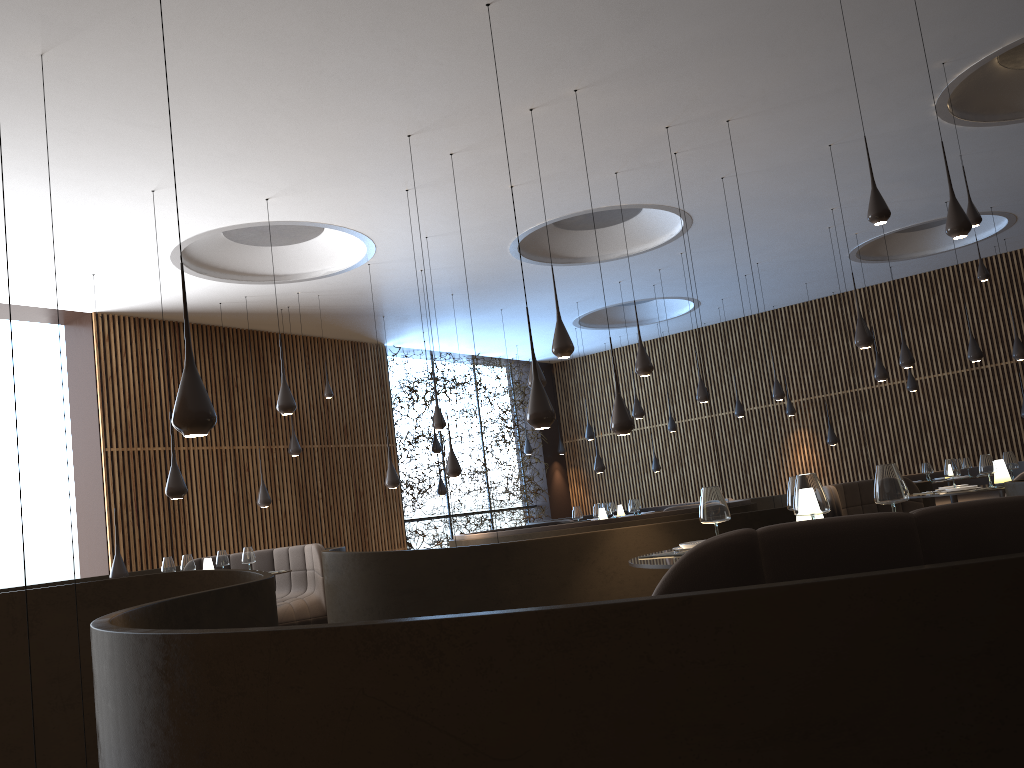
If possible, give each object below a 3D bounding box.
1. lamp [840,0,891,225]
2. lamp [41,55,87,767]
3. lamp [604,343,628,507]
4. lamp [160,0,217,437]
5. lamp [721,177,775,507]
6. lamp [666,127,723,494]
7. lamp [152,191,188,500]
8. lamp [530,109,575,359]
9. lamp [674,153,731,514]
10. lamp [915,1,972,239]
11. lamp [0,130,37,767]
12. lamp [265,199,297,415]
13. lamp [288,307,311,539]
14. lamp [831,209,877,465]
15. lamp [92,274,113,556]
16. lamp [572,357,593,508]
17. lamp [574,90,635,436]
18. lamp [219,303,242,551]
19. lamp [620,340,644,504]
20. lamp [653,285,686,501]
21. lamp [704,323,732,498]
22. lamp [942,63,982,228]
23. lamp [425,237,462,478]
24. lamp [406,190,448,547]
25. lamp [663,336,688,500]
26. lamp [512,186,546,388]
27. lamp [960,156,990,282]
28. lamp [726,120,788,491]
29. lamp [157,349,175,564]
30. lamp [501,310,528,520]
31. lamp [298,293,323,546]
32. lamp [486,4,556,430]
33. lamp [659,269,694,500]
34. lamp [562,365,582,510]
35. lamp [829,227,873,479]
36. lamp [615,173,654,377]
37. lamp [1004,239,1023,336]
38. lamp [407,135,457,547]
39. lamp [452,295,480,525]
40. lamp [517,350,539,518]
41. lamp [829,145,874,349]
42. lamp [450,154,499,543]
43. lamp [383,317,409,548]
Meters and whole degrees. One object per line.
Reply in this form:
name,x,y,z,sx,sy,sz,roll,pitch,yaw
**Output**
lamp,2.094,-1.689,5.349,0.132,1.494,0.132,-13,-9,41
lamp,-2.860,0.547,5.709,0.196,6.256,0.196,-2,-9,-38
lamp,2.431,2.185,19.127,0.196,6.256,0.196,-10,-7,21
lamp,-1.619,-1.219,4.204,0.196,2.952,0.196,-2,-9,-38
lamp,2.781,0.737,9.710,0.196,6.256,0.196,-5,-7,-19
lamp,1.877,0.616,8.143,0.196,6.256,0.196,-10,-7,21
lamp,-3.262,-0.398,8.327,0.196,2.952,0.196,-5,-7,-18
lamp,0.305,-1.315,7.648,0.196,2.217,0.196,-5,-7,-19
lamp,2.081,0.690,8.811,0.196,6.256,0.196,-3,-8,-28
lamp,2.705,-1.773,5.665,0.153,1.731,0.153,-7,-7,1
lamp,-2.312,0.244,4.142,0.196,6.256,0.196,-2,-9,-38
lamp,-2.365,-0.791,8.917,0.196,2.217,0.196,-5,-7,-18
lamp,-2.957,1.928,12.885,0.196,6.256,0.196,0,-10,-45
lamp,4.644,0.757,11.409,0.196,6.256,0.196,-5,-7,-18
lamp,-4.668,1.761,10.329,0.196,6.256,0.196,-9,-7,11
lamp,1.695,2.290,19.214,0.196,6.256,0.196,-3,-8,-28
lamp,0.723,-1.042,7.357,0.196,2.952,0.196,-13,-9,41
lamp,-3.761,1.932,12.232,0.196,6.256,0.196,0,-10,-45
lamp,2.695,2.070,18.578,0.196,6.256,0.196,-2,-9,-38
lamp,2.748,1.437,14.375,0.196,6.256,0.196,-5,-7,-18
lamp,4.440,1.804,18.261,0.196,6.256,0.196,-3,-8,-28
lamp,3.932,-2.113,7.801,0.133,1.504,0.133,-11,-8,31
lamp,-0.865,-0.346,10.692,0.196,2.952,0.196,-7,-7,1
lamp,-0.712,1.054,8.904,0.196,6.256,0.196,-13,-9,41
lamp,3.624,1.965,18.651,0.196,6.256,0.196,-2,-9,-38
lamp,0.135,-1.030,9.411,0.196,2.217,0.196,-13,-9,41
lamp,5.322,-1.925,10.251,0.133,1.504,0.133,-11,-8,31
lamp,2.468,0.546,8.170,0.196,6.256,0.196,-10,-7,21
lamp,-4.428,2.608,11.676,0.196,6.256,0.196,-9,-7,11
lamp,0.205,1.813,14.768,0.196,6.256,0.196,-6,-7,-9
lamp,-2.652,1.790,12.212,0.195,6.256,0.196,-4,-8,-26
lamp,0.016,-1.164,5.941,0.196,2.952,0.196,-5,-7,-18
lamp,2.684,1.302,13.420,0.196,6.256,0.196,-5,-7,-18
lamp,1.549,2.487,20.414,0.196,6.256,0.196,-3,-8,-28
lamp,4.912,0.851,12.268,0.196,6.256,0.196,-5,-7,-18
lamp,1.256,-1.176,9.398,0.196,2.217,0.196,-11,-8,31
lamp,8.509,0.694,14.236,0.196,6.256,0.196,-2,-9,-38
lamp,-0.543,0.842,7.626,0.196,6.256,0.196,-5,-7,-18
lamp,-0.539,1.698,13.370,0.196,6.256,0.196,-6,-7,-9
lamp,0.487,2.281,18.141,0.196,6.256,0.196,-3,-8,-28
lamp,3.547,-1.467,9.373,0.196,2.217,0.196,-6,-7,-9
lamp,-0.196,0.875,8.136,0.196,6.256,0.196,-13,-9,41
lamp,-1.730,1.976,14.231,0.196,6.256,0.196,-9,-7,11
